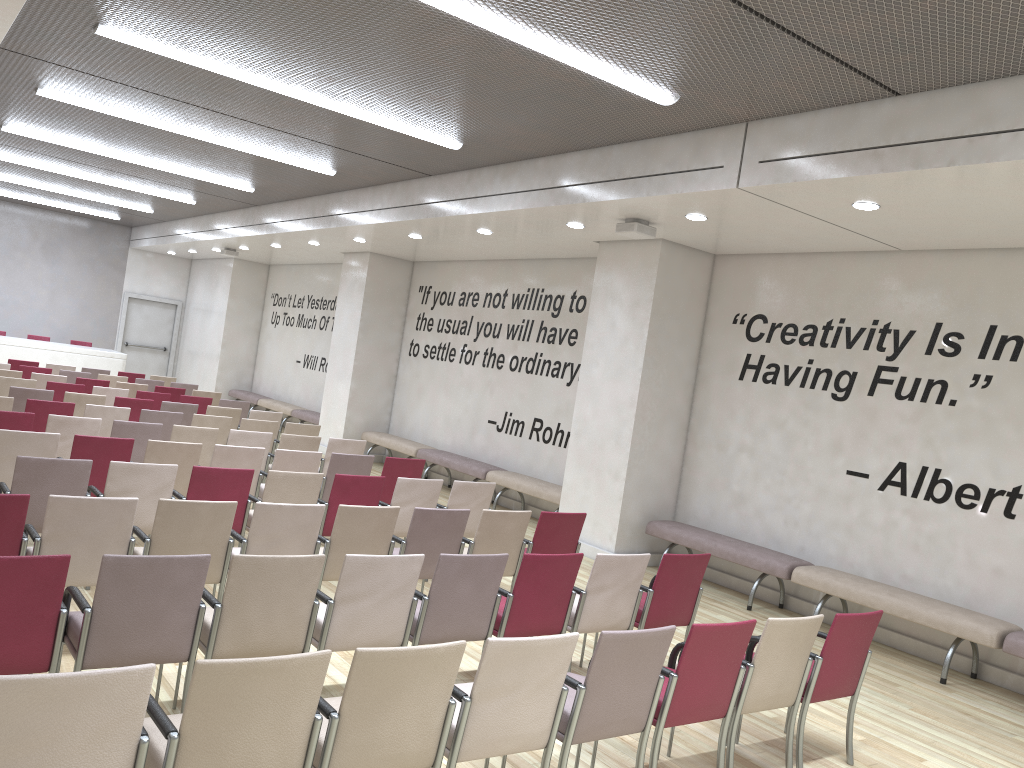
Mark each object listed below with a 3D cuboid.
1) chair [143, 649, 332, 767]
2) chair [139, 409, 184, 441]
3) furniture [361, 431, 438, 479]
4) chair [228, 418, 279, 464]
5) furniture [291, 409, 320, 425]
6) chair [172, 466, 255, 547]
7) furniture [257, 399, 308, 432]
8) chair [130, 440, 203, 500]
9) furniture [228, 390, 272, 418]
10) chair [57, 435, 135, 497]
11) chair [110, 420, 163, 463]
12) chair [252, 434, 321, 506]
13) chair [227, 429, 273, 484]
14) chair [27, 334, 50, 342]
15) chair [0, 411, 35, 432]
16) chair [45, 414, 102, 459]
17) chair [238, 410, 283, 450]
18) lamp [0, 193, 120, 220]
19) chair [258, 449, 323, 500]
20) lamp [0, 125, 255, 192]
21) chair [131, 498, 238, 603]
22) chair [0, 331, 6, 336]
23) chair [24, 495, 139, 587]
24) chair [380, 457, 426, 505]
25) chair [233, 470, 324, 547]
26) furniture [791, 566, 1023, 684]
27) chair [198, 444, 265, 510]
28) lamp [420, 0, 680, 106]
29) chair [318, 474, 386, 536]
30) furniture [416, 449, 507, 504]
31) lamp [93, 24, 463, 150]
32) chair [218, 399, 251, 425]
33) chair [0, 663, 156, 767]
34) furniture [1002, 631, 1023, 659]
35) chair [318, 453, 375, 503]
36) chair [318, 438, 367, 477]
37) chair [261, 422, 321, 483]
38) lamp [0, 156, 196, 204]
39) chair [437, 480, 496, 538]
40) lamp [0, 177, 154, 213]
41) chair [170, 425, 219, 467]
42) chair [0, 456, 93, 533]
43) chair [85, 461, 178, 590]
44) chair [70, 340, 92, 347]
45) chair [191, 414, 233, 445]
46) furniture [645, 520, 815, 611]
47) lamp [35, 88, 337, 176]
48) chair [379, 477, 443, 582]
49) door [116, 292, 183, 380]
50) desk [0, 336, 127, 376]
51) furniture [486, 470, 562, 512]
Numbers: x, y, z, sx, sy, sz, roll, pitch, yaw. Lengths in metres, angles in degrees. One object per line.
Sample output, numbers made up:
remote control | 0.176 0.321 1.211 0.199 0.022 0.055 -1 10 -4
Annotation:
chair | -1.004 1.256 3.008 0.513 0.890 0.640 8 1 -37
chair | -4.038 0.706 9.906 0.513 0.890 0.640 8 1 -36
furniture | -1.850 1.146 14.331 0.530 0.550 1.833 8 1 -37
chair | -3.166 0.829 10.556 0.513 0.890 0.640 8 1 -37
furniture | -3.624 0.846 16.749 0.530 0.550 1.833 8 1 -37
chair | -2.302 1.012 6.624 0.513 0.890 0.640 8 1 -36
furniture | -4.715 0.662 18.237 0.530 0.550 1.833 8 1 -37
chair | -3.029 0.889 7.603 0.513 0.890 0.640 8 1 -37
furniture | -5.809 0.477 19.727 0.530 0.550 1.833 8 1 -37
chair | -3.461 0.829 7.270 0.513 0.890 0.640 8 1 -37
chair | -3.748 0.767 8.587 0.513 0.890 0.640 8 1 -37
chair | -2.448 0.950 9.580 0.513 0.890 0.640 8 1 -36
chair | -2.876 0.890 9.258 0.513 0.890 0.640 8 1 -36
chair | -10.264 -0.588 19.222 0.513 0.890 0.640 8 1 -37
chair | -4.629 0.643 7.942 0.513 0.890 0.640 8 1 -37
chair | -4.189 0.705 8.277 0.513 0.890 0.640 8 1 -37
chair | -3.455 0.767 11.878 0.513 0.890 0.640 8 1 -38
lamp | -10.221 -3.924 19.136 3.304 0.045 0.198 8 1 -37
chair | -2.155 1.012 8.259 0.513 0.890 0.640 8 1 -37
lamp | -5.195 -3.074 12.284 3.304 0.045 0.198 8 1 -37
chair | -2.017 1.073 5.301 0.513 0.890 0.640 8 1 -36
chair | -10.945 -0.684 18.710 0.513 0.890 0.640 8 1 -37
chair | -2.461 1.010 4.973 0.513 0.890 0.640 8 1 -37
chair | -1.270 1.137 8.916 0.513 0.890 0.640 8 1 -36
chair | -1.862 1.074 6.948 0.513 0.890 0.640 8 1 -37
furniture | 3.211 2.002 7.433 0.530 0.550 1.833 8 1 -37
chair | -2.591 0.951 7.945 0.513 0.890 0.640 8 1 -36
lamp | -0.173 -2.224 5.438 3.304 0.045 0.198 8 1 -37
chair | -1.435 1.134 7.277 0.513 0.890 0.640 8 1 -37
furniture | -0.757 1.331 12.841 0.530 0.550 1.833 8 1 -37
lamp | -1.850 -2.508 7.724 3.304 0.045 0.198 8 1 -37
chair | -4.177 0.645 12.867 0.513 0.890 0.640 8 1 -37
chair | -1.443 1.195 2.673 0.513 0.890 0.640 8 1 -37
furniture | 4.303 2.187 5.945 0.530 0.550 1.833 8 1 -37
chair | -1.724 1.073 8.596 0.513 0.890 0.640 8 1 -36
chair | -2.015 1.011 9.900 0.513 0.890 0.640 8 1 -36
chair | -2.738 0.889 10.898 0.513 0.890 0.640 8 1 -37
lamp | -6.891 -3.361 14.596 3.304 0.045 0.198 8 1 -37
chair | -0.554 1.258 7.935 0.513 0.890 0.640 8 1 -37
lamp | -8.543 -3.640 16.848 3.304 0.045 0.198 8 1 -37
chair | -3.321 0.827 8.912 0.513 0.890 0.640 8 1 -37
chair | -3.181 0.888 5.968 0.513 0.890 0.640 8 1 -36
chair | -2.743 0.950 6.302 0.513 0.890 0.640 8 1 -36
chair | -9.582 -0.492 19.734 0.513 0.890 0.640 8 1 -37
chair | -3.608 0.766 10.244 0.513 0.890 0.640 8 1 -37
furniture | 2.117 1.817 8.923 0.530 0.550 1.833 8 1 -37
lamp | -3.535 -2.793 10.021 3.304 0.045 0.198 8 1 -37
chair | -0.994 1.196 7.609 0.513 0.890 0.640 8 1 -37
door | -9.214 -1.006 22.359 1.400 2.400 0.200 8 1 -37
desk | -10.000 -0.380 18.062 3.652 1.042 1.456 8 1 -37
furniture | 0.335 1.516 11.353 0.530 0.550 1.833 8 1 -37
